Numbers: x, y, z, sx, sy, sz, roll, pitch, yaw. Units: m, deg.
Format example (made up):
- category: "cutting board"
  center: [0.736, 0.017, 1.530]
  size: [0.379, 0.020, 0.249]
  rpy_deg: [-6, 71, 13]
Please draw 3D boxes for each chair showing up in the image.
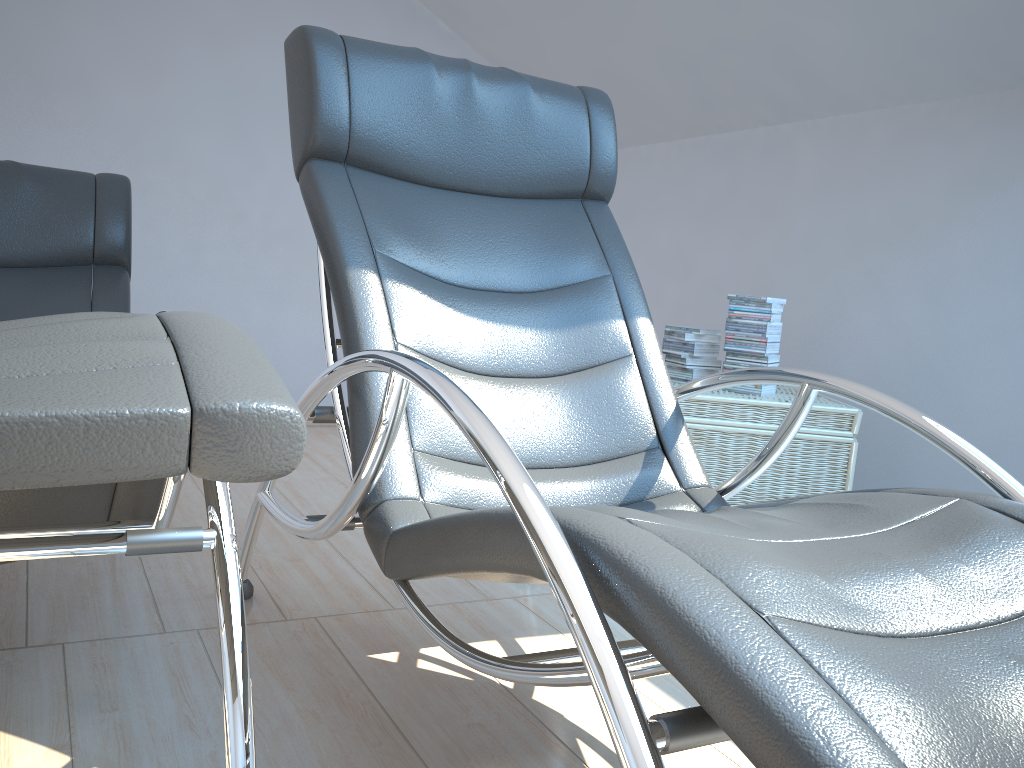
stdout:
- category: "chair"
  center: [-0.917, 0.064, 1.348]
  size: [0.836, 0.953, 2.114]
  rpy_deg: [2, 7, -29]
- category: "chair"
  center: [0.192, 0.014, 1.354]
  size: [0.836, 1.251, 1.938]
  rpy_deg: [2, 7, -29]

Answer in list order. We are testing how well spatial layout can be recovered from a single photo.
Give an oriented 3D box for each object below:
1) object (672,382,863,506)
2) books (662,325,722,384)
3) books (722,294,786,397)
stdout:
- category: "object"
  center: [0.601, 0.250, 2.878]
  size: [0.745, 0.518, 0.744]
  rpy_deg: [5, 7, 1]
- category: "books"
  center: [0.575, -0.089, 2.860]
  size: [0.162, 0.184, 0.165]
  rpy_deg: [1, 8, -30]
- category: "books"
  center: [0.730, -0.117, 2.707]
  size: [0.149, 0.300, 0.149]
  rpy_deg: [9, 8, 32]
